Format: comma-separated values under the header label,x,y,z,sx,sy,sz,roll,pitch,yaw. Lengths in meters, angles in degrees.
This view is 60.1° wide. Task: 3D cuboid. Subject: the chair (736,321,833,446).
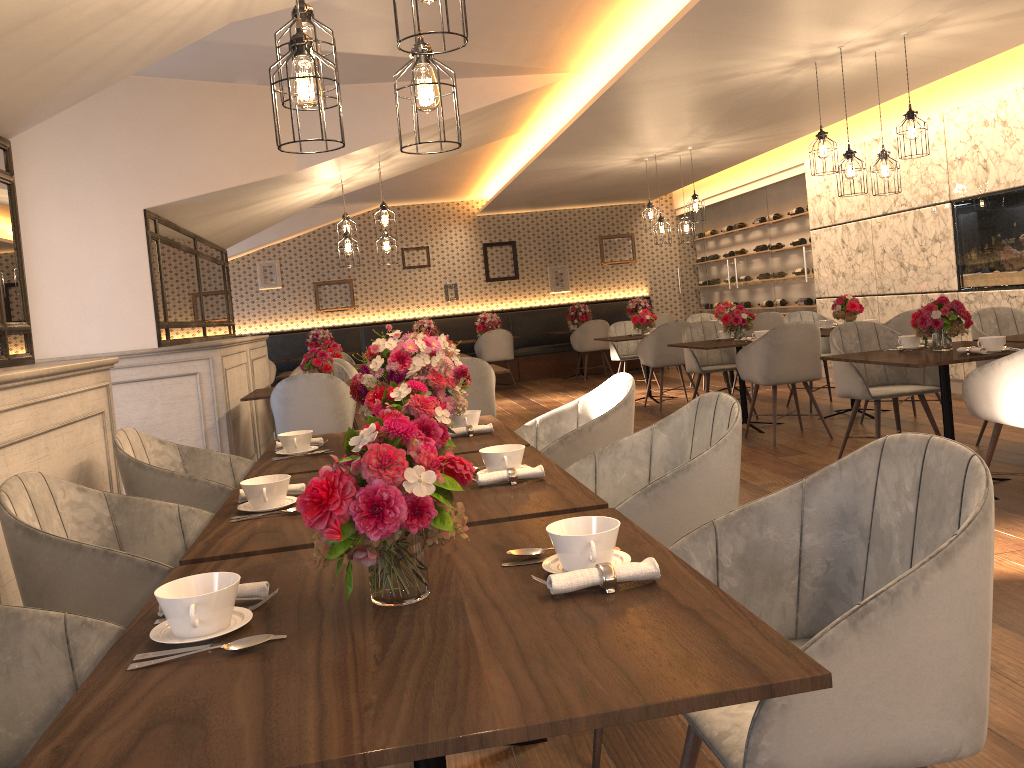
label,x,y,z,sx,sy,sz,roll,pitch,yaw
chair,2.007,-0.027,6.521,0.565,0.871,0.527,-6,3,-9

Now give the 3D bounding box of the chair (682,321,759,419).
label,x,y,z,sx,sy,sz,roll,pitch,yaw
chair,1.808,-0.122,7.834,0.565,0.871,0.527,-6,3,-9

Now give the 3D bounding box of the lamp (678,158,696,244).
label,x,y,z,sx,sy,sz,roll,pitch,yaw
lamp,1.839,-2.585,9.727,0.175,2.067,0.175,-6,2,-7

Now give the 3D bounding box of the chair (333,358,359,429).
label,x,y,z,sx,sy,sz,roll,pitch,yaw
chair,-1.667,0.184,8.132,0.565,0.871,0.527,-6,3,-9

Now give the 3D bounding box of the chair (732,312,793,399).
label,x,y,z,sx,sy,sz,roll,pitch,yaw
chair,2.550,-0.305,9.118,0.565,0.871,0.527,-6,3,-9

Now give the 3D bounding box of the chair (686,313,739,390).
label,x,y,z,sx,sy,sz,roll,pitch,yaw
chair,2.351,-0.400,10.432,0.565,0.871,0.527,-6,3,-9

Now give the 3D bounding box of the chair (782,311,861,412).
label,x,y,z,sx,sy,sz,roll,pitch,yaw
chair,2.750,-0.225,7.986,0.565,0.871,0.527,-6,3,-9

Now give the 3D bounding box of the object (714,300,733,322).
label,x,y,z,sx,sy,sz,roll,pitch,yaw
object,2.387,-0.785,9.774,0.305,0.301,0.235,-5,3,13

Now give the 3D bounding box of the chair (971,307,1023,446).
label,x,y,z,sx,sy,sz,roll,pitch,yaw
chair,3.165,-0.043,5.442,0.565,0.871,0.527,-6,3,-9

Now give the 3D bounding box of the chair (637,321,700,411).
label,x,y,z,sx,sy,sz,roll,pitch,yaw
chair,1.608,-0.202,8.966,0.565,0.871,0.527,-6,3,-9

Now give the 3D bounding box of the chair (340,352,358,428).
label,x,y,z,sx,sy,sz,roll,pitch,yaw
chair,-1.912,0.094,9.437,0.565,0.871,0.527,-6,3,-9

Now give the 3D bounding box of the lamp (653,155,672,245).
label,x,y,z,sx,sy,sz,roll,pitch,yaw
lamp,1.540,-2.541,9.550,0.175,2.067,0.175,-6,2,-7

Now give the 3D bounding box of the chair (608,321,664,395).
label,x,y,z,sx,sy,sz,roll,pitch,yaw
chair,1.409,-0.297,10.279,0.565,0.871,0.527,-6,3,-9

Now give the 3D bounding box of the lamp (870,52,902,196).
label,x,y,z,sx,sy,sz,roll,pitch,yaw
lamp,2.449,-2.317,5.984,0.175,2.067,0.175,-6,2,-7

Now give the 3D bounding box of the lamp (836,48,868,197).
label,x,y,z,sx,sy,sz,roll,pitch,yaw
lamp,2.150,-2.273,5.807,0.175,2.067,0.175,-6,2,-7

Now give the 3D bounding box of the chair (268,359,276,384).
label,x,y,z,sx,sy,sz,roll,pitch,yaw
chair,-3.494,0.018,12.039,0.565,0.871,0.527,-6,3,-9

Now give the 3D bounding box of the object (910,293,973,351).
label,x,y,z,sx,sy,sz,roll,pitch,yaw
object,2.262,-0.328,4.664,0.304,0.301,0.235,-4,3,24

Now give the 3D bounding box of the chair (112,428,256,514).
label,x,y,z,sx,sy,sz,roll,pitch,yaw
chair,-1.075,0.562,3.147,0.526,0.871,0.566,-6,3,-9

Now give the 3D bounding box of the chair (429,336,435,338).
label,x,y,z,sx,sy,sz,roll,pitch,yaw
chair,-1.160,-0.238,12.417,0.565,0.871,0.527,-6,3,-9

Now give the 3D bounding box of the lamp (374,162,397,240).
label,x,y,z,sx,sy,sz,roll,pitch,yaw
lamp,-1.139,-2.237,7.338,0.175,2.067,0.175,-6,2,-7

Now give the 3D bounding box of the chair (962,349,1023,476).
label,x,y,z,sx,sy,sz,roll,pitch,yaw
chair,2.421,0.155,3.976,0.565,0.871,0.527,-6,3,-9

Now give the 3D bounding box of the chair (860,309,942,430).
label,x,y,z,sx,sy,sz,roll,pitch,yaw
chair,2.949,-0.130,6.673,0.565,0.871,0.527,-6,3,-9

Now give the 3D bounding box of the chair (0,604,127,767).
label,x,y,z,sx,sy,sz,roll,pitch,yaw
chair,-0.773,0.695,1.294,0.526,0.871,0.566,-6,3,-9

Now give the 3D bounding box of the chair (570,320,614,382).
label,x,y,z,sx,sy,sz,roll,pitch,yaw
chair,1.174,-0.494,12.794,0.565,0.871,0.527,-6,3,-9

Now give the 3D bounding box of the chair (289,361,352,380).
label,x,y,z,sx,sy,sz,roll,pitch,yaw
chair,-1.538,0.258,7.144,0.565,0.871,0.527,-6,3,-9

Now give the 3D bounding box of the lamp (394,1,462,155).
label,x,y,z,sx,sy,sz,roll,pitch,yaw
lamp,-0.328,-1.697,2.485,0.175,2.067,0.175,-6,2,-7

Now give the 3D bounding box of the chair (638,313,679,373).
label,x,y,z,sx,sy,sz,roll,pitch,yaw
chair,2.116,-0.597,12.946,0.565,0.871,0.527,-6,3,-9

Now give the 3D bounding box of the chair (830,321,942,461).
label,x,y,z,sx,sy,sz,roll,pitch,yaw
chair,2.223,0.060,5.290,0.565,0.871,0.527,-6,3,-9

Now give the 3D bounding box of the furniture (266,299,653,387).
label,x,y,z,sx,sy,sz,roll,pitch,yaw
furniture,-1.120,-0.463,13.747,7.094,1.080,0.542,-6,2,-9

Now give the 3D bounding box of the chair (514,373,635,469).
label,x,y,z,sx,sy,sz,roll,pitch,yaw
chair,0.227,0.418,3.376,0.526,0.871,0.566,-6,3,-9

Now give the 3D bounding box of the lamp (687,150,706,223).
label,x,y,z,sx,sy,sz,roll,pitch,yaw
lamp,1.873,-2.754,9.397,0.175,2.067,0.175,-6,2,-7

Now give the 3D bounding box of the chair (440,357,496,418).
label,x,y,z,sx,sy,sz,roll,pitch,yaw
chair,-0.351,0.245,5.991,0.565,0.871,0.527,-6,3,-9

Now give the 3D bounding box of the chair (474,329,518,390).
label,x,y,z,sx,sy,sz,roll,pitch,yaw
chair,-0.218,-0.341,12.569,0.565,0.871,0.527,-6,3,-9

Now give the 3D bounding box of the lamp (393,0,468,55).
label,x,y,z,sx,sy,sz,roll,pitch,yaw
lamp,-0.294,-1.866,2.155,0.175,2.067,0.175,-6,2,-7

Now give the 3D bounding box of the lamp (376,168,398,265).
label,x,y,z,sx,sy,sz,roll,pitch,yaw
lamp,-1.174,-2.068,7.668,0.175,2.067,0.175,-6,2,-7

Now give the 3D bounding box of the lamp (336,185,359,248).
label,x,y,z,sx,sy,sz,roll,pitch,yaw
lamp,-1.544,-2.239,7.810,0.175,2.067,0.175,-6,2,-7

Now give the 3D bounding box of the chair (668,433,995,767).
label,x,y,z,sx,sy,sz,roll,pitch,yaw
chair,0.529,0.550,1.522,0.526,0.871,0.566,-6,3,-9

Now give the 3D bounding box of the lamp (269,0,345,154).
label,x,y,z,sx,sy,sz,roll,pitch,yaw
lamp,-0.627,-1.653,2.308,0.175,2.067,0.175,-6,2,-7

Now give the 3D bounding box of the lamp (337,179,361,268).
label,x,y,z,sx,sy,sz,roll,pitch,yaw
lamp,-1.473,-2.024,7.491,0.175,2.067,0.175,-6,2,-7

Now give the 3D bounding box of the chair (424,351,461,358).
label,x,y,z,sx,sy,sz,roll,pitch,yaw
chair,-0.595,0.154,7.297,0.565,0.871,0.527,-6,3,-9

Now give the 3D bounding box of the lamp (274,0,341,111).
label,x,y,z,sx,sy,sz,roll,pitch,yaw
lamp,-0.699,-1.868,2.627,0.175,2.067,0.175,-6,2,-7

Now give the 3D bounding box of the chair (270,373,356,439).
label,x,y,z,sx,sy,sz,roll,pitch,yaw
chair,-1.293,0.348,5.838,0.565,0.871,0.527,-6,3,-9

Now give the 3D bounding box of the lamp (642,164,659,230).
label,x,y,z,sx,sy,sz,roll,pitch,yaw
lamp,1.468,-2.756,9.869,0.175,2.067,0.175,-6,2,-7

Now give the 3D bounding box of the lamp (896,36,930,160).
label,x,y,z,sx,sy,sz,roll,pitch,yaw
lamp,2.483,-2.486,5.654,0.175,2.067,0.175,-6,2,-7

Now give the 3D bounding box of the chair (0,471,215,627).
label,x,y,z,sx,sy,sz,roll,pitch,yaw
chair,-0.924,0.628,2.220,0.526,0.871,0.566,-6,3,-9

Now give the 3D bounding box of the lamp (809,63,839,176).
label,x,y,z,sx,sy,sz,roll,pitch,yaw
lamp,2.079,-2.488,6.126,0.175,2.067,0.175,-6,2,-7

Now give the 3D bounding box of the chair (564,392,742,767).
label,x,y,z,sx,sy,sz,roll,pitch,yaw
chair,0.378,0.484,2.449,0.526,0.871,0.566,-6,3,-9
